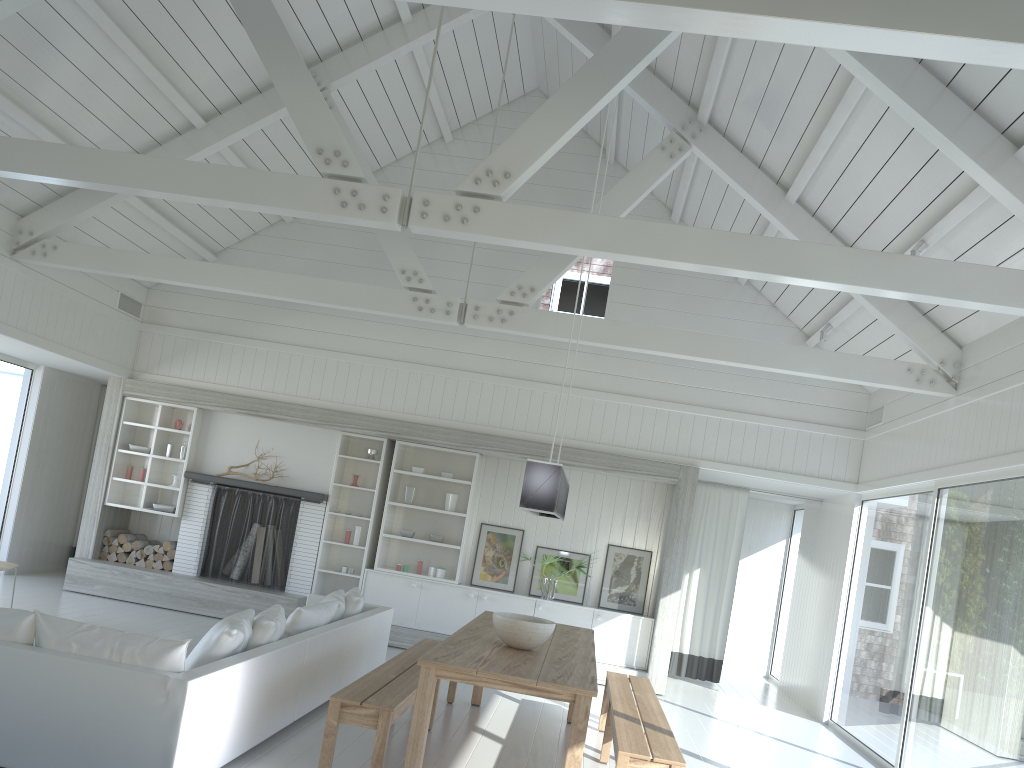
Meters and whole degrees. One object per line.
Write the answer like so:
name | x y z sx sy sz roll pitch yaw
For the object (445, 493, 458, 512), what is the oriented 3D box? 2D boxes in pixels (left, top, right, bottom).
object | -0.677 1.317 9.783 0.104 0.195 0.102 13 -5 -39

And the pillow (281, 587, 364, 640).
pillow | -1.464 1.877 6.871 0.462 0.474 2.075 10 -9 -1

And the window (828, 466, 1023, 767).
window | 2.992 1.398 3.785 0.080 2.402 11.047 9 -9 6

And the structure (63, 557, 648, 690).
structure | -1.644 2.693 10.205 6.338 0.344 1.902 9 -9 6

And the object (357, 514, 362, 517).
object | -1.711 1.476 9.906 0.054 0.025 0.055 9 -8 6

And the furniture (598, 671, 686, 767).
furniture | 0.775 2.325 5.711 0.340 0.467 2.710 9 -9 6

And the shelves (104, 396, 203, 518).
shelves | -4.011 0.854 10.116 0.864 1.232 0.553 9 -4 6

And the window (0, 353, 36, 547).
window | -6.009 0.216 5.761 0.080 2.402 8.809 9 -9 6

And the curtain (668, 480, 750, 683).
curtain | 2.199 2.339 10.617 1.004 2.357 0.117 9 -3 6

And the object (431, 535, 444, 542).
object | -0.842 1.740 9.913 0.141 0.066 0.143 9 -8 6

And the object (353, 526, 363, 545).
object | -1.727 1.695 9.853 0.072 0.210 0.072 9 -4 5

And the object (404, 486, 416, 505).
object | -1.138 1.248 9.827 0.102 0.195 0.103 9 -4 6

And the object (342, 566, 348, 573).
object | -1.867 2.067 9.845 0.054 0.070 0.055 9 -5 5

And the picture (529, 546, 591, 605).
picture | 0.528 2.112 9.741 0.608 0.550 0.054 9 -3 5

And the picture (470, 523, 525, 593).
picture | -0.161 1.931 9.802 0.494 0.700 0.066 9 -3 5

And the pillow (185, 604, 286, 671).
pillow | -1.644 1.581 5.220 0.466 0.474 1.329 10 -8 -2

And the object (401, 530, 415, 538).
object | -1.158 1.670 9.801 0.141 0.066 0.143 9 -8 6

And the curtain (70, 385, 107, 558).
curtain | -5.136 1.208 11.185 0.629 2.357 0.117 9 -3 5

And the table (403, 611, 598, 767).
table | 0.039 2.068 5.797 0.904 0.757 2.981 9 -9 6

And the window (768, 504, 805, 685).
window | 3.708 2.802 11.776 0.037 2.414 0.953 9 -4 6

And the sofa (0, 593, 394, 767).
sofa | -2.986 1.614 6.086 3.470 0.733 4.179 9 -9 6

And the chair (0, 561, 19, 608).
chair | -4.550 1.530 7.352 0.554 0.776 0.601 9 -5 6

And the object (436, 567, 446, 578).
object | -0.782 2.080 9.718 0.085 0.111 0.086 5 -7 41

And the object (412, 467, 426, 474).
object | -1.041 0.970 9.837 0.141 0.066 0.143 9 -8 6

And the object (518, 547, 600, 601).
object | 0.466 2.015 9.452 0.970 0.626 0.628 9 -6 3

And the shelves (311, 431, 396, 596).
shelves | -1.781 1.594 10.004 0.540 1.988 0.610 9 -3 6

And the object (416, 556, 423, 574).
object | -1.019 2.006 9.774 0.054 0.195 0.055 9 -3 5

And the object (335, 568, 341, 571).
object | -1.947 2.079 9.852 0.054 0.025 0.055 9 -8 6

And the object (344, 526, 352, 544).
object | -1.832 1.687 9.865 0.054 0.195 0.055 9 -3 5

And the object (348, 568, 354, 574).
object | -1.795 2.083 9.836 0.058 0.060 0.058 9 -6 5

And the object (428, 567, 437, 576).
object | -0.871 2.085 9.794 0.091 0.095 0.091 5 -8 40

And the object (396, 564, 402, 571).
object | -1.253 2.030 9.776 0.054 0.070 0.054 11 -5 -15

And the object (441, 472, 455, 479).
object | -0.725 1.041 9.949 0.141 0.066 0.143 9 -8 6

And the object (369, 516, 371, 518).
object | -1.590 1.503 9.949 0.054 0.025 0.055 9 -8 6

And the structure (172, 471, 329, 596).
structure | -2.904 1.781 10.072 1.614 1.279 0.867 9 -5 6

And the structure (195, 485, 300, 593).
structure | -2.930 1.697 9.720 1.096 1.057 0.117 9 -3 5

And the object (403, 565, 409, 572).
object | -1.183 2.050 9.795 0.058 0.060 0.057 11 -6 -16

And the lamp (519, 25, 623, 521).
lamp | 0.565 -1.207 5.913 0.200 4.218 1.923 9 -4 6

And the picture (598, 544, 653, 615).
picture | 1.245 2.143 9.666 0.494 0.700 0.066 9 -3 5

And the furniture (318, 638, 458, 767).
furniture | -0.698 2.102 5.854 0.340 0.467 2.710 9 -9 6

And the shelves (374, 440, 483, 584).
shelves | -0.907 1.448 9.938 0.937 1.435 0.610 9 -4 6
